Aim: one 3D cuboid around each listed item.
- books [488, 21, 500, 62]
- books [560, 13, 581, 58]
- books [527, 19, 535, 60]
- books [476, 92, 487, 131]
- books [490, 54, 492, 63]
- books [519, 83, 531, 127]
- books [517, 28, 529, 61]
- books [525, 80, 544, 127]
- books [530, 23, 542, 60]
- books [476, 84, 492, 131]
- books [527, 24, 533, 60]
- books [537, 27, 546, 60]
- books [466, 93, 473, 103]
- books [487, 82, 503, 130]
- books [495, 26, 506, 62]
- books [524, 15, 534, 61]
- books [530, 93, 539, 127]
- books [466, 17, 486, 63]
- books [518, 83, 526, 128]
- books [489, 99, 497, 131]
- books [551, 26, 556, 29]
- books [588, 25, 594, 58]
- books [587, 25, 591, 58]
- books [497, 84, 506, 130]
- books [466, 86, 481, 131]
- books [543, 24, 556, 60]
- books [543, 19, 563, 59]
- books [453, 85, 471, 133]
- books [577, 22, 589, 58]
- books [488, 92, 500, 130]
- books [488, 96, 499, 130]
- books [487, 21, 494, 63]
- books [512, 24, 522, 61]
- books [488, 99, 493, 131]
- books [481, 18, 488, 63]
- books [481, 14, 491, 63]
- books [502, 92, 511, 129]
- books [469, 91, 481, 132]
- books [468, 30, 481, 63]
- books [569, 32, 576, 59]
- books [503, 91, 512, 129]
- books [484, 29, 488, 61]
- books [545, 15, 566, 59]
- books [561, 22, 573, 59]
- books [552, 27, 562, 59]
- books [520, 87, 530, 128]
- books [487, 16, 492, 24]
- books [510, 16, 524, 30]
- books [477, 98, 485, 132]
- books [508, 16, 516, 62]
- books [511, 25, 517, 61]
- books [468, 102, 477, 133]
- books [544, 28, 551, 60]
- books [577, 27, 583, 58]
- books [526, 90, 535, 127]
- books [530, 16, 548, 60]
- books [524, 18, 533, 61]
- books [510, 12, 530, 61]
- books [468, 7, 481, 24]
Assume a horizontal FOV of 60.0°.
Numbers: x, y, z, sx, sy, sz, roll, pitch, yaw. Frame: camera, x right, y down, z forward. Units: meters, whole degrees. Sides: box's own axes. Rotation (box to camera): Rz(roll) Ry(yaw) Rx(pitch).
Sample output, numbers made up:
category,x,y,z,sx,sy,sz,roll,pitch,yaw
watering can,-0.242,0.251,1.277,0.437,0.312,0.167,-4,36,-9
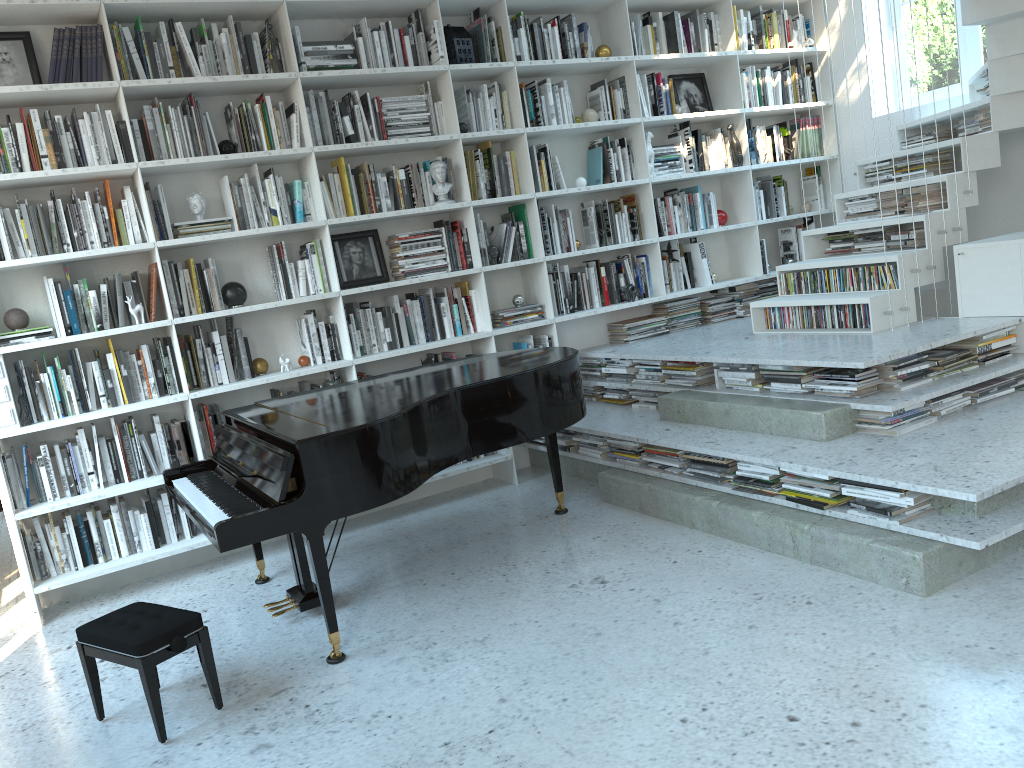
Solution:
category,x,y,z,sx,sy,sz,roll,pitch,yaw
books,-0.131,-1.945,5.135,0.013,0.249,0.186,-14,10,-27
books,0.344,-2.077,5.389,0.029,0.286,0.183,-14,10,-27
books,0.085,-2.015,5.289,0.012,0.277,0.133,-14,10,-27
books,-0.201,-1.551,5.147,0.023,0.236,0.178,-14,10,-27
books,-0.166,-1.921,5.145,0.013,0.211,0.140,-14,10,-27
books,0.058,-1.641,5.308,0.014,0.284,0.135,-14,10,-27
books,0.032,-1.963,5.228,0.026,0.208,0.181,-14,10,-27
books,0.121,-1.649,5.299,0.014,0.281,0.177,-14,10,-27
books,0.116,-2.001,5.280,0.027,0.242,0.160,-14,10,-27
books,-0.179,-1.572,5.133,0.028,0.276,0.186,-14,10,-27
books,0.068,-1.988,5.267,0.012,0.236,0.165,-14,10,-27
books,0.143,-2.002,5.320,0.028,0.224,0.142,-14,10,-27
books,-0.257,-1.542,5.129,0.024,0.243,0.159,-14,10,-27
books,-0.113,-1.601,5.194,0.028,0.294,0.154,-14,10,-27
books,-0.101,-1.934,5.152,0.008,0.214,0.223,-14,10,-27
books,0.072,-2.021,5.274,0.021,0.296,0.138,-14,10,-27
books,0.100,-1.614,5.312,0.026,0.216,0.161,-14,10,-27
books,-0.204,-1.939,5.093,0.021,0.273,0.190,-14,10,-27
books,0.021,-1.628,5.275,0.014,0.279,0.153,-14,10,-27
books,-0.150,-1.541,5.167,0.027,0.197,0.185,-14,10,-27
books,0.238,-2.021,5.350,0.011,0.223,0.159,-14,10,-27
books,0.447,-2.078,5.479,0.026,0.230,0.140,-14,10,-27
books,0.425,-2.063,5.448,0.048,0.217,0.182,-14,10,-27
books,-0.097,-1.596,5.201,0.025,0.277,0.173,-14,10,-27
books,-0.230,-1.565,5.138,0.019,0.276,0.146,-14,10,-27
books,0.204,-2.021,5.332,0.023,0.237,0.149,-14,10,-27
books,0.244,-2.045,5.353,0.012,0.265,0.156,-14,10,-27
books,-0.288,-1.557,5.112,0.018,0.286,0.159,-14,10,-27
books,0.408,-2.067,5.428,0.054,0.236,0.171,-14,10,-27
books,-0.122,-1.568,5.189,0.024,0.234,0.149,-14,10,-27
books,-0.133,-1.553,5.176,0.029,0.211,0.157,-14,10,-27
books,-0.157,-1.944,5.136,0.005,0.255,0.158,-14,10,-27
books,-0.002,-1.975,5.229,0.026,0.243,0.148,-14,10,-27
books,-0.164,-1.537,5.156,0.024,0.195,0.172,-14,10,-27
books,-0.197,-1.942,5.112,0.022,0.272,0.181,-14,10,-27
books,-0.174,-1.955,5.116,0.021,0.288,0.179,-14,10,-27
books,-0.071,-1.576,5.198,0.028,0.230,0.176,-14,10,-27
books,-0.240,-1.549,5.132,0.028,0.250,0.164,-14,10,-27
books,-0.222,-1.910,5.122,0.019,0.214,0.156,-14,10,-27
books,0.321,-2.021,5.395,0.027,0.182,0.176,-14,10,-27
books,-0.062,-1.584,5.219,0.026,0.238,0.173,-14,10,-27
books,-0.188,-1.919,5.135,0.024,0.217,0.168,-14,10,-27
books,0.263,-2.062,5.377,0.012,0.285,0.159,-14,10,-27
books,0.294,-2.042,5.374,0.030,0.238,0.185,-14,10,-27
books,0.232,-2.011,5.331,0.021,0.209,0.180,-14,10,-27
books,0.044,-1.615,5.270,0.014,0.248,0.176,-14,10,-27
books,-0.129,-1.973,5.173,0.005,0.292,0.130,-14,10,-27
books,0.034,-2.004,5.245,0.011,0.284,0.172,-14,10,-27
books,-0.215,-1.534,5.147,0.023,0.207,0.170,-14,10,-27
books,-0.037,-1.987,5.200,0.012,0.285,0.159,-14,10,-27
books,-0.021,-1.970,5.226,0.012,0.240,0.138,-14,10,-27
books,-0.259,-1.509,5.107,0.028,0.186,0.181,-14,10,-27
books,0.180,-2.006,5.333,0.025,0.217,0.144,-14,10,-27
books,0.368,-2.048,5.421,0.030,0.213,0.156,-14,10,-27
books,0.082,-1.620,5.300,0.013,0.237,0.157,-14,10,-27
books,0.157,-2.036,5.321,0.013,0.285,0.154,-14,10,-27
books,0.060,-2.002,5.252,0.010,0.269,0.166,-14,10,-27
books,0.046,-2.018,5.244,0.014,0.307,0.152,-14,10,-27
books,-0.202,-1.978,5.124,0.025,0.340,0.142,-14,10,-27
